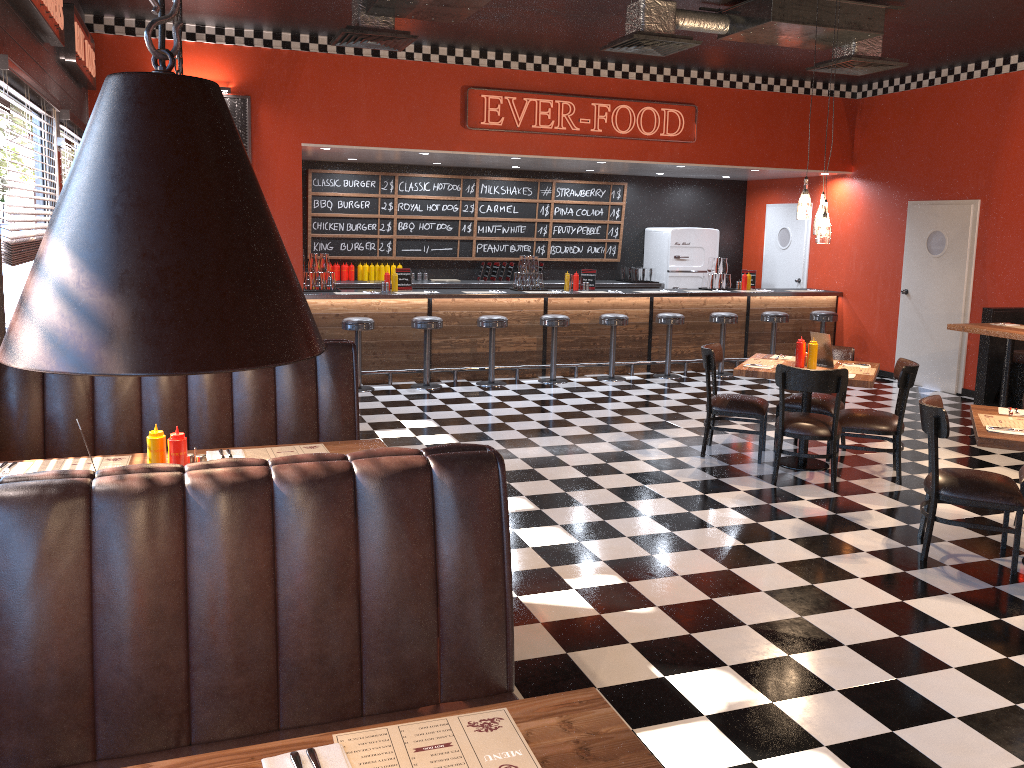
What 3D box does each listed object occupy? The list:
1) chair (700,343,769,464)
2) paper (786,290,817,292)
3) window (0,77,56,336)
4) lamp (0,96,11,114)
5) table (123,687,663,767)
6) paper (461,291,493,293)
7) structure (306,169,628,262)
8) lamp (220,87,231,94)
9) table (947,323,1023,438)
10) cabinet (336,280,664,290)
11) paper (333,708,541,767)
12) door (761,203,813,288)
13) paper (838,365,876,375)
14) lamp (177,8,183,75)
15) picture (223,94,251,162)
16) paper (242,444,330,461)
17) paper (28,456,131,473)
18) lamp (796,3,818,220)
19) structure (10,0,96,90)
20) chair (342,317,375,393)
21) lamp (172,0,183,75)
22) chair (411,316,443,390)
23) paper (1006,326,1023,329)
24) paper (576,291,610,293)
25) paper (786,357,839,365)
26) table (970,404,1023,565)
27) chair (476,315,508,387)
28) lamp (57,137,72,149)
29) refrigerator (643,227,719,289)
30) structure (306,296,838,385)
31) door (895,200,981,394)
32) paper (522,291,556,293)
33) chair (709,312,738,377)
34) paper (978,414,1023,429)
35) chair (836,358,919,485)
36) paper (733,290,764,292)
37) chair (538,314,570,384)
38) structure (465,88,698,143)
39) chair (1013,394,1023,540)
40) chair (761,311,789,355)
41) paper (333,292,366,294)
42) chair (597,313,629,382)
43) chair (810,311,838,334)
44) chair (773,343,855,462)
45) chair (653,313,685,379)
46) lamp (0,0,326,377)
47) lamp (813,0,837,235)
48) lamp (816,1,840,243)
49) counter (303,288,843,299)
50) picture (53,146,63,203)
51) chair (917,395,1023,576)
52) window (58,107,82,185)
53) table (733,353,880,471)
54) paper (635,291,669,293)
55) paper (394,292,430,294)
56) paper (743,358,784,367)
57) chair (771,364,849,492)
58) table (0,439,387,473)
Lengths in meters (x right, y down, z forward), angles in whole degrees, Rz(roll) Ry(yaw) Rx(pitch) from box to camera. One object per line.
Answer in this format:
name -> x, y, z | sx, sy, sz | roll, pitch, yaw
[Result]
chair -> 1.769, 0.134, 7.096 | 0.545, 0.862, 0.489 | 4, 9, 19
paper -> 3.858, -1.239, 11.805 | 0.365, 0.001, 0.263 | 0, 10, -9
window -> -2.906, -0.936, 5.247 | 0.127, 1.703, 2.040 | -1, 10, -20
lamp -> -2.393, -1.294, 4.089 | 0.081, 0.056, 0.336 | -2, 11, -20
table -> -0.458, 1.176, 1.300 | 1.692, 0.769, 0.962 | -2, 10, -20
paper -> -0.380, -1.062, 10.269 | 0.365, 0.001, 0.263 | -2, 11, -19
structure -> -0.507, -2.281, 12.235 | 4.544, 1.140, 0.201 | -2, 9, -20
lamp -> -3.096, -2.915, 8.743 | 0.610, 0.056, 0.082 | -2, 10, -20
table -> 4.504, 0.088, 7.337 | 0.696, 0.993, 1.702 | -2, 10, -20
cabinet -> -0.421, -0.909, 12.212 | 5.286, 0.993, 0.679 | -2, 9, -20
paper -> -0.145, 0.719, 1.706 | 0.365, 0.001, 0.263 | -2, 11, -18
door -> 3.950, -1.532, 12.936 | 0.161, 2.166, 1.032 | -1, 9, -20
paper -> 2.568, -0.103, 6.610 | 0.261, 0.001, 0.367 | 6, 11, 24
lamp -> -2.031, -1.889, 5.429 | 0.382, 2.032, 0.383 | 6, 9, 28
picture -> -3.138, -2.246, 8.858 | 1.024, 1.293, 0.016 | -2, 8, -20
paper -> -0.988, 0.306, 3.881 | 0.365, 0.001, 0.262 | -3, 11, -22
paper -> -1.760, 0.336, 3.613 | 0.365, 0.001, 0.263 | -2, 11, -18
lamp -> 2.237, -2.214, 6.594 | 0.108, 1.954, 0.109 | -3, 9, -28
structure -> -1.921, -1.895, 2.798 | 0.120, 0.436, 11.333 | -2, 11, -20
chair -> -1.637, -0.322, 9.432 | 0.349, 0.770, 0.350 | 5, 9, 25
lamp -> -1.218, -1.468, 3.202 | 0.382, 2.032, 0.383 | -5, 10, -38
chair -> -0.931, -0.351, 9.687 | 0.349, 0.770, 0.350 | 6, 9, 30
paper -> 4.534, -0.485, 7.719 | 0.261, 0.001, 0.368 | -2, 11, -17
paper -> 0.984, -1.115, 10.741 | 0.365, 0.001, 0.263 | -2, 11, -19
paper -> 2.393, -0.187, 7.050 | 0.366, 0.001, 0.262 | 7, 12, 27
table -> 3.009, 0.624, 4.807 | 0.961, 0.769, 0.961 | 6, 10, 25
chair -> -0.224, -0.381, 9.943 | 0.349, 0.770, 0.350 | 6, 9, 30
lamp -> -3.207, -1.716, 6.319 | 0.081, 0.056, 0.336 | -2, 11, -20
refrigerator -> 2.489, -1.407, 13.104 | 0.803, 1.792, 0.854 | -2, 9, -20
structure -> 1.069, -0.528, 10.694 | 7.043, 1.033, 0.217 | -2, 9, -20
door -> 4.905, -1.037, 10.321 | 0.161, 2.166, 1.032 | -1, 9, -20
paper -> 0.334, -1.089, 10.513 | 0.365, 0.001, 0.263 | -2, 11, -19
chair -> 2.603, -0.499, 10.966 | 0.348, 0.770, 0.350 | -2, 9, -20
paper -> 2.733, 0.211, 4.892 | 0.261, 0.001, 0.367 | 6, 11, 22
chair -> 2.692, 0.249, 6.581 | 0.545, 0.862, 0.489 | 4, 9, 20
paper -> 3.104, -1.208, 11.532 | 0.365, 0.001, 0.263 | -2, 11, -19
chair -> 0.483, -0.410, 10.199 | 0.349, 0.770, 0.350 | 4, 9, 20
structure -> 0.845, -3.059, 10.149 | 2.876, 0.436, 0.122 | -2, 9, -20
chair -> 3.251, 0.509, 5.216 | 0.487, 0.862, 0.547 | 6, 10, 28
chair -> 3.310, -0.528, 11.221 | 0.348, 0.770, 0.350 | -1, 8, -15
paper -> -1.762, -0.997, 9.730 | 0.365, 0.001, 0.263 | -2, 11, -19
chair -> 1.190, -0.440, 10.454 | 0.349, 0.770, 0.350 | 5, 9, 25
chair -> 4.017, -0.557, 11.477 | 0.349, 0.770, 0.350 | 5, 9, 25
chair -> 2.481, 0.124, 7.247 | 0.488, 0.862, 0.546 | 8, 10, 36
chair -> 1.897, -0.469, 10.710 | 0.349, 0.770, 0.350 | 5, 9, 25
lamp -> -0.407, -1.048, 0.983 | 0.382, 2.032, 0.383 | -5, 10, -38
lamp -> 2.364, -2.098, 6.596 | 0.108, 1.954, 0.109 | -4, 9, -33
lamp -> 2.344, -2.018, 6.483 | 0.108, 1.954, 0.109 | 5, 9, 26
counter -> 0.977, -1.119, 10.909 | 7.043, 0.050, 0.679 | -2, 11, -20
picture -> -3.246, -1.416, 6.346 | 0.012, 0.533, 0.353 | -1, 9, -20
chair -> 2.543, 0.537, 4.966 | 0.545, 0.862, 0.489 | 5, 9, 22
window -> -3.719, -1.357, 7.470 | 0.127, 1.703, 2.040 | -1, 10, -20
table -> 2.260, 0.244, 6.815 | 0.958, 0.769, 0.965 | 6, 10, 25
paper -> 1.721, -1.145, 11.003 | 0.365, 0.001, 0.262 | -3, 11, -23
paper -> -1.131, -1.026, 9.973 | 0.365, 0.001, 0.263 | -2, 11, -19
paper -> 1.959, -0.167, 6.885 | 0.261, 0.001, 0.367 | 6, 11, 25
chair -> 2.127, 0.275, 6.362 | 0.487, 0.862, 0.547 | 4, 9, 19
table -> -1.266, 0.757, 3.509 | 1.692, 0.769, 0.962 | -2, 10, -20
